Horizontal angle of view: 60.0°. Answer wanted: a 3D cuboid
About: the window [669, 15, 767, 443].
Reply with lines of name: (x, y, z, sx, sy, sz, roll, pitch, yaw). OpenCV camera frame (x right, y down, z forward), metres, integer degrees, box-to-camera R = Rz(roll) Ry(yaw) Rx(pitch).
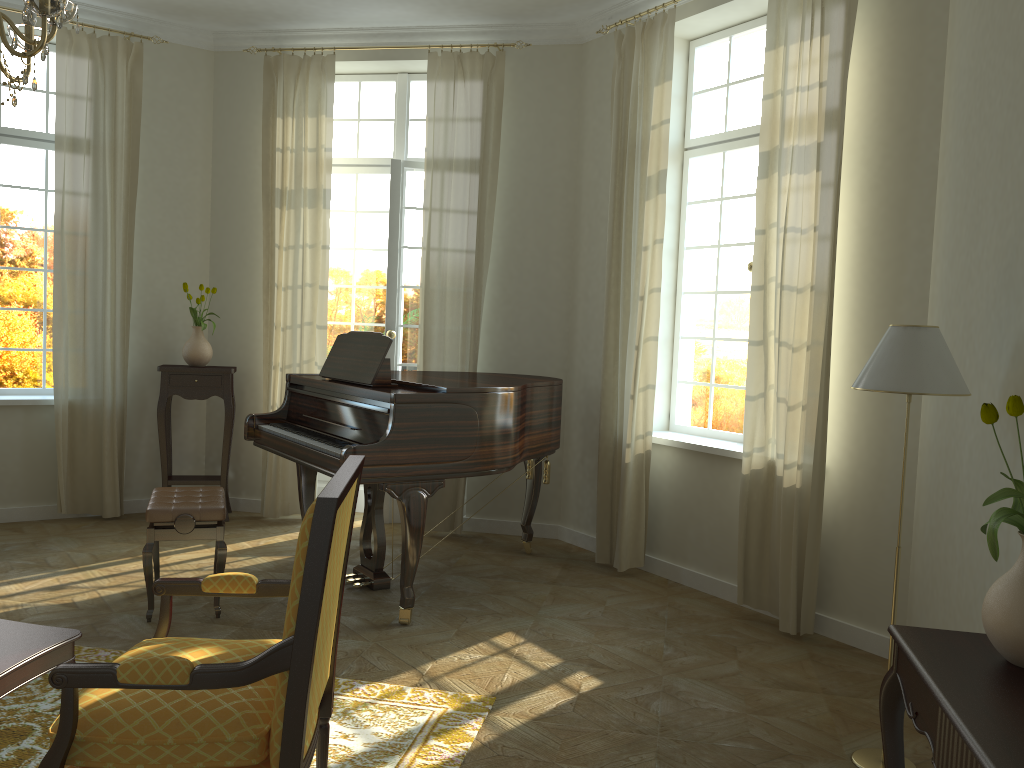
window: (1.471, -0.901, 5.228, 0.181, 2.550, 1.400, 0, 4, -34)

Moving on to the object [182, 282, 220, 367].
object: (-2.290, -0.431, 6.482, 0.242, 0.609, 0.264, 5, 4, 35)

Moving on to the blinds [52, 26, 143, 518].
blinds: (-2.922, -0.734, 6.240, 0.552, 3.381, 0.159, 0, 4, -31)

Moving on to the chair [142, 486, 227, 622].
chair: (-1.676, 0.852, 4.566, 0.385, 0.563, 0.638, 1, 4, -19)

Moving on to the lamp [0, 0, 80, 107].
lamp: (-1.665, -1.627, 2.659, 0.661, 1.466, 0.662, 1, 4, -19)

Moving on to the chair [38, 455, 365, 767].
chair: (-0.767, 0.759, 2.306, 0.671, 1.083, 0.730, 2, 3, -4)

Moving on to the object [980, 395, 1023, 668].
object: (1.180, 0.328, 1.991, 0.242, 0.609, 0.264, 5, 4, 41)

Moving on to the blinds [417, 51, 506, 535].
blinds: (-0.391, -0.627, 6.236, 0.554, 3.386, 0.162, 3, 3, 6)

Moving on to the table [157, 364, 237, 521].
table: (-2.324, 0.428, 6.536, 0.522, 1.114, 0.344, 2, 3, -14)

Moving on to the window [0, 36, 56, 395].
window: (-3.664, -1.180, 6.232, 1.400, 2.550, 0.181, 0, 4, -34)

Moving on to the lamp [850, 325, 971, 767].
lamp: (1.348, 0.573, 3.093, 0.380, 1.552, 0.380, 3, 3, 6)

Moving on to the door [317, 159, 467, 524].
door: (-0.947, -0.309, 6.695, 1.385, 2.690, 0.425, 3, 3, 11)

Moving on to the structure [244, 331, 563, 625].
structure: (-0.429, 0.427, 5.233, 1.856, 1.439, 1.514, 0, 4, -34)

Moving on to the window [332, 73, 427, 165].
window: (-0.839, -2.019, 6.775, 1.380, 0.680, 0.055, 3, 3, 11)

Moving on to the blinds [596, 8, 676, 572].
blinds: (0.709, -0.536, 5.485, 0.162, 3.384, 0.554, 1, 4, -29)

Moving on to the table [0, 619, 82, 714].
table: (-1.849, 1.007, 2.410, 0.922, 0.494, 0.932, 3, 3, 13)

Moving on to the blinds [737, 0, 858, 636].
blinds: (1.441, -0.443, 4.483, 0.159, 3.381, 0.552, 0, 4, -31)

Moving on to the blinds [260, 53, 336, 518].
blinds: (-1.600, -0.691, 6.523, 0.552, 3.386, 0.159, 3, 3, 8)
